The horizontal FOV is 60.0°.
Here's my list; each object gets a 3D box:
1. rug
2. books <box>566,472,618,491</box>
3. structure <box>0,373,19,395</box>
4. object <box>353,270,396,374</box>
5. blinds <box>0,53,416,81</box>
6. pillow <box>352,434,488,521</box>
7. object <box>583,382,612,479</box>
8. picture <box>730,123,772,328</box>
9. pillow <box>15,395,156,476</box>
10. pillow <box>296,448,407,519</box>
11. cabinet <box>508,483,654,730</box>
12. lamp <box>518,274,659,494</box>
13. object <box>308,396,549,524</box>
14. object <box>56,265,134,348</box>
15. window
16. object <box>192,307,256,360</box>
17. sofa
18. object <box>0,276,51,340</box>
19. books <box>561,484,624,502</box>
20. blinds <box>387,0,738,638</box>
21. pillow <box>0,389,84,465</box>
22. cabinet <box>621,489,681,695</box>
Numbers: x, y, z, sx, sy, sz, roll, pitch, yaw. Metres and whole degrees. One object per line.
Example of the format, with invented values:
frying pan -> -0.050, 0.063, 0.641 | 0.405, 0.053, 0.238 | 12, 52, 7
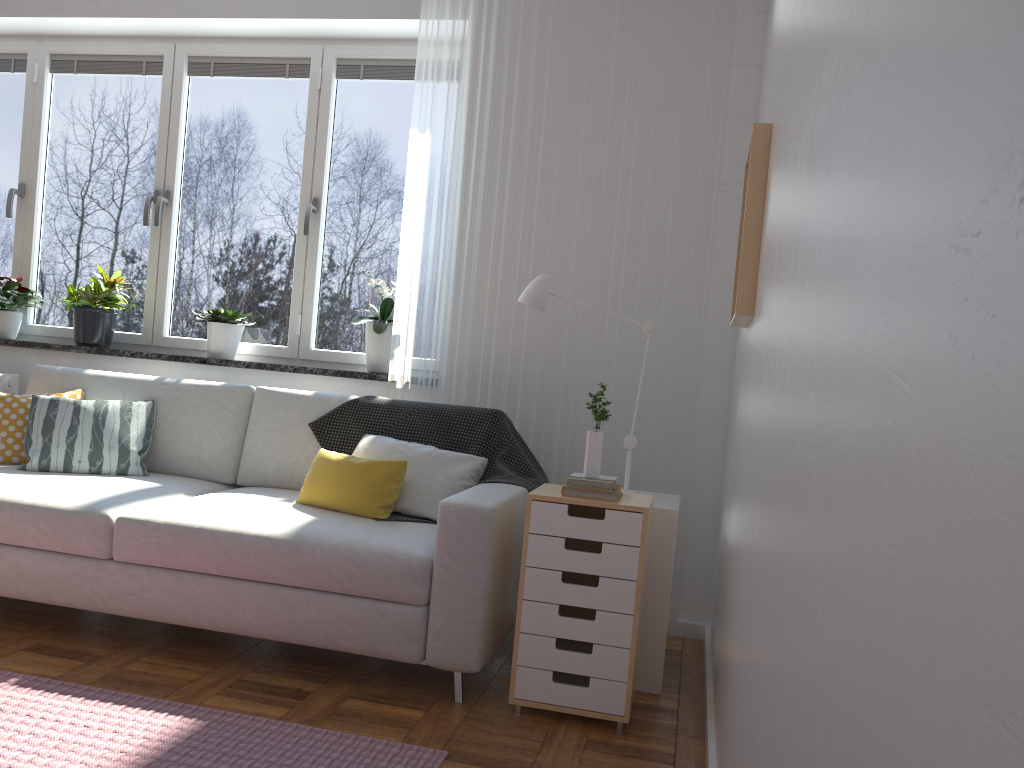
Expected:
rug -> -1.602, 0.821, 1.359 | 2.456, 0.008, 2.366 | 5, 1, 12
books -> 0.241, 0.292, 2.661 | 0.136, 0.024, 0.175 | 5, 1, 12
structure -> -2.723, 0.227, 4.151 | 0.972, 0.624, 0.224 | 5, 1, 12
object -> -0.574, -0.270, 3.952 | 0.286, 0.444, 0.340 | 5, 1, 0
blinds -> -1.612, -1.526, 4.264 | 2.844, 0.098, 0.015 | 5, 2, 12
pillow -> -0.379, 0.338, 3.191 | 0.532, 0.259, 0.301 | 5, 1, 26
object -> 0.251, 0.137, 2.643 | 0.081, 0.287, 0.085 | 6, 2, 18
picture -> 0.701, -0.444, 2.620 | 0.050, 0.524, 0.431 | 5, 1, 12
pillow -> -1.637, 0.193, 3.445 | 0.470, 0.289, 0.309 | 5, 1, -17
pillow -> -0.555, 0.339, 3.074 | 0.401, 0.194, 0.211 | 6, 1, 29
cabinet -> 0.216, 0.653, 2.673 | 0.349, 0.643, 0.301 | 5, 1, 12
lamp -> -1.752, 0.125, 2.519 | 4.594, 1.347, 0.332 | 5, 1, -19
object -> -0.254, 0.401, 3.320 | 0.979, 0.648, 0.676 | 5, 1, -18
object -> -1.981, -0.368, 4.174 | 0.333, 0.385, 0.299 | 6, 1, 27
window -> -1.674, -0.907, 4.247 | 3.019, 1.511, 0.151 | 5, 2, 12
object -> -1.327, -0.234, 4.057 | 0.267, 0.237, 0.283 | 5, 1, -6
sofa -> -1.160, 0.423, 3.276 | 2.461, 0.843, 1.004 | 5, 1, 12
object -> -2.449, -0.373, 4.301 | 0.380, 0.309, 0.370 | 5, 1, -14
books -> 0.245, 0.318, 2.662 | 0.164, 0.028, 0.210 | 5, 1, 12
blinds -> 0.150, -0.495, 3.581 | 1.292, 2.888, 0.055 | 5, 2, 12
pillow -> -1.960, 0.166, 3.529 | 0.464, 0.318, 0.312 | 5, 1, -20
cabinet -> 0.351, 0.683, 3.069 | 0.400, 0.600, 0.400 | 5, 1, 12
